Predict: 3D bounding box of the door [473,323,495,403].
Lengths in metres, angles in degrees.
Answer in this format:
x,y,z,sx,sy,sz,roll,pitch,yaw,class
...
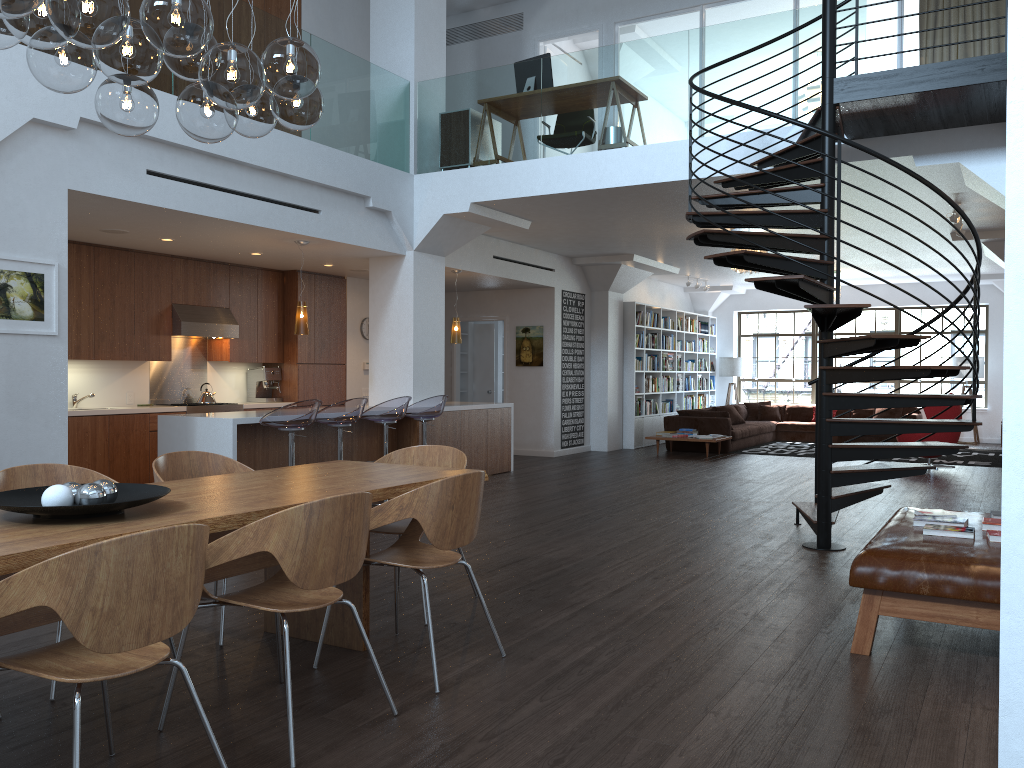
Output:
x,y,z,sx,sy,sz,roll,pitch,yaw,class
-0.642,0.023,14.716,0.826,2.032,0.174,1,1,30,door

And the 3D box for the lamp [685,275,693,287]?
x,y,z,sx,sy,sz,roll,pitch,yaw,class
3.149,-1.837,15.816,0.120,0.211,0.111,0,1,-26,lamp

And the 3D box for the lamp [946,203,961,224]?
x,y,z,sx,sy,sz,roll,pitch,yaw,class
4.519,-1.741,9.053,0.120,0.211,0.111,0,1,4,lamp

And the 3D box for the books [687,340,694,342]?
x,y,z,sx,sy,sz,roll,pitch,yaw,class
3.481,-0.740,17.294,0.140,0.231,0.042,1,1,30,books

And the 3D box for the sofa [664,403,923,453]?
x,y,z,sx,sy,sz,roll,pitch,yaw,class
4.974,0.741,15.272,3.481,0.664,4.197,1,1,30,sofa

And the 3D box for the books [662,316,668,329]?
x,y,z,sx,sy,sz,roll,pitch,yaw,class
2.737,-1.098,15.979,0.140,0.231,0.042,1,1,30,books

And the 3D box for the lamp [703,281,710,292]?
x,y,z,sx,sy,sz,roll,pitch,yaw,class
3.658,-1.845,16.705,0.120,0.211,0.111,0,1,4,lamp

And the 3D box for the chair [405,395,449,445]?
x,y,z,sx,sy,sz,roll,pitch,yaw,class
-0.891,0.613,8.977,0.481,1.014,0.530,1,1,32,chair

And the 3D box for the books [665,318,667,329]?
x,y,z,sx,sy,sz,roll,pitch,yaw,class
2.698,-1.083,15.904,0.146,0.202,0.027,1,1,30,books

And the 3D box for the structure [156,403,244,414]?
x,y,z,sx,sy,sz,roll,pitch,yaw,class
-3.527,0.683,9.996,0.662,0.919,0.811,1,1,30,structure

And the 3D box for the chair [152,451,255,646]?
x,y,z,sx,sy,sz,roll,pitch,yaw,class
-1.447,0.763,4.396,0.618,0.833,0.629,1,1,28,chair

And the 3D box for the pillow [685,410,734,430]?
x,y,z,sx,sy,sz,roll,pitch,yaw,class
3.173,0.600,14.281,0.750,0.364,0.289,1,1,29,pillow

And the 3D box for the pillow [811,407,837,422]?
x,y,z,sx,sy,sz,roll,pitch,yaw,class
5.861,0.583,16.613,0.465,0.308,0.220,1,1,26,pillow

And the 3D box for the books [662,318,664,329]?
x,y,z,sx,sy,sz,roll,pitch,yaw,class
2.629,-1.076,15.780,0.139,0.191,0.036,1,1,30,books

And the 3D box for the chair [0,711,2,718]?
x,y,z,sx,sy,sz,roll,pitch,yaw,class
-2.228,0.776,3.064,0.618,0.833,0.629,1,1,30,chair

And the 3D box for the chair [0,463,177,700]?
x,y,z,sx,sy,sz,roll,pitch,yaw,class
-1.849,0.769,3.727,0.618,0.833,0.629,1,1,30,chair

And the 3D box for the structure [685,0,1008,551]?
x,y,z,sx,sy,sz,roll,pitch,yaw,class
2.262,-1.002,6.369,1.998,4.352,1.998,0,1,-10,structure

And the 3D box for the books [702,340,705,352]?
x,y,z,sx,sy,sz,roll,pitch,yaw,class
3.766,-0.755,17.774,0.183,0.253,0.034,1,1,29,books

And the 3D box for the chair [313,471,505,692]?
x,y,z,sx,sy,sz,roll,pitch,yaw,class
-0.422,0.775,3.803,0.617,0.830,0.629,1,1,30,chair

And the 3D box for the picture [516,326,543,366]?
x,y,z,sx,sy,sz,roll,pitch,yaw,class
0.260,-0.564,13.242,0.450,0.600,0.030,1,1,30,picture

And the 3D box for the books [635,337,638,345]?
x,y,z,sx,sy,sz,roll,pitch,yaw,class
1.971,-0.688,14.629,0.161,0.182,0.170,1,1,30,books

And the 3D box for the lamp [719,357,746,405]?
x,y,z,sx,sy,sz,roll,pitch,yaw,class
4.552,0.242,18.312,0.545,1.579,0.545,1,1,19,lamp

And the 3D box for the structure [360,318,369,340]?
x,y,z,sx,sy,sz,roll,pitch,yaw,class
-1.961,-0.755,12.109,0.040,0.300,0.300,1,1,30,structure

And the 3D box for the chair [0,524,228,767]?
x,y,z,sx,sy,sz,roll,pitch,yaw,class
-1.169,0.790,2.466,0.618,0.833,0.629,1,1,30,chair

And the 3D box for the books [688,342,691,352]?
x,y,z,sx,sy,sz,roll,pitch,yaw,class
3.389,-0.714,17.137,0.134,0.184,0.030,1,1,30,books

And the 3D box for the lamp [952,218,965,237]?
x,y,z,sx,sy,sz,roll,pitch,yaw,class
5.028,-1.749,9.942,0.120,0.211,0.111,0,1,-26,lamp

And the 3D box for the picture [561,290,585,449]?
x,y,z,sx,sy,sz,roll,pitch,yaw,class
0.946,-0.220,13.602,0.021,2.380,0.800,1,1,30,picture

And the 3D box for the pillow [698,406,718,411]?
x,y,z,sx,sy,sz,roll,pitch,yaw,class
3.272,0.555,14.531,0.269,0.411,0.559,0,1,-14,pillow

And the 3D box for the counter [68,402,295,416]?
x,y,z,sx,sy,sz,roll,pitch,yaw,class
-4.000,0.267,9.214,0.600,0.050,4.387,1,1,30,counter

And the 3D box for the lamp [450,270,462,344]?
x,y,z,sx,sy,sz,roll,pitch,yaw,class
-0.689,-0.952,10.965,0.149,0.900,0.149,0,1,-15,lamp

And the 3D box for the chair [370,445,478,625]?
x,y,z,sx,sy,sz,roll,pitch,yaw,class
-0.551,0.763,4.749,0.629,0.833,0.618,1,1,25,chair

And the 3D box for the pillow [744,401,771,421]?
x,y,z,sx,sy,sz,roll,pitch,yaw,class
4.795,0.536,17.169,0.580,0.418,0.334,0,1,3,pillow

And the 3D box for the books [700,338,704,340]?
x,y,z,sx,sy,sz,roll,pitch,yaw,class
3.775,-0.774,17.808,0.176,0.290,0.036,1,1,29,books

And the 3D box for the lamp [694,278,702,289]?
x,y,z,sx,sy,sz,roll,pitch,yaw,class
3.400,-1.841,16.255,0.120,0.211,0.111,0,1,-11,lamp

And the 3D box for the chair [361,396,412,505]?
x,y,z,sx,sy,sz,roll,pitch,yaw,class
-1.204,0.618,8.430,0.481,1.014,0.530,1,1,28,chair

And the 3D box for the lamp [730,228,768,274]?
x,y,z,sx,sy,sz,roll,pitch,yaw,class
2.846,-1.600,10.659,0.442,0.539,0.441,0,1,-18,lamp

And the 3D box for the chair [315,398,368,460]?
x,y,z,sx,sy,sz,roll,pitch,yaw,class
-1.534,0.624,7.885,0.481,1.014,0.530,1,1,28,chair

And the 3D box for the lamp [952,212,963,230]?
x,y,z,sx,sy,sz,roll,pitch,yaw,class
4.776,-1.745,9.503,0.120,0.211,0.111,0,1,-11,lamp

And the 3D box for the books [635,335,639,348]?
x,y,z,sx,sy,sz,roll,pitch,yaw,class
2.006,-0.707,14.699,0.161,0.218,0.101,1,1,30,books

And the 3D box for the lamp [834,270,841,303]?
x,y,z,sx,sy,sz,roll,pitch,yaw,class
5.355,-1.643,15.055,0.442,0.539,0.441,0,1,-18,lamp

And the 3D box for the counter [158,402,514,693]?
x,y,z,sx,sy,sz,roll,pitch,yaw,class
-1.523,0.708,7.522,3.039,0.860,8.182,0,1,0,counter

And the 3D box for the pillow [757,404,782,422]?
x,y,z,sx,sy,sz,roll,pitch,yaw,class
4.913,0.557,16.991,0.489,0.337,0.238,0,1,-1,pillow

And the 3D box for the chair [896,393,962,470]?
x,y,z,sx,sy,sz,roll,pitch,yaw,class
5.642,0.618,11.974,0.798,1.006,0.801,0,1,-35,chair

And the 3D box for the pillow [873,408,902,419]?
x,y,z,sx,sy,sz,roll,pitch,yaw,class
6.742,0.561,15.972,0.248,0.362,0.542,0,1,-39,pillow

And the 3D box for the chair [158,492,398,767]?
x,y,z,sx,sy,sz,roll,pitch,yaw,class
-0.808,0.783,3.140,0.618,0.833,0.629,1,1,31,chair

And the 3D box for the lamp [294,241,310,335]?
x,y,z,sx,sy,sz,roll,pitch,yaw,class
-0.778,-1.381,9.077,2.842,1.807,0.149,0,1,-21,lamp

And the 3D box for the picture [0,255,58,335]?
x,y,z,sx,sy,sz,roll,pitch,yaw,class
-3.240,-0.582,5.858,0.018,0.500,0.500,1,1,30,picture

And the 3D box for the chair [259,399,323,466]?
x,y,z,sx,sy,sz,roll,pitch,yaw,class
-1.823,0.629,7.322,0.481,1.014,0.530,1,1,32,chair

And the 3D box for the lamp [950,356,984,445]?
x,y,z,sx,sy,sz,roll,pitch,yaw,class
8.246,0.291,16.084,0.545,1.579,0.545,1,1,41,lamp

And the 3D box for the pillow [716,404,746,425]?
x,y,z,sx,sy,sz,roll,pitch,yaw,class
3.887,0.564,15.824,0.625,0.391,0.325,0,1,-44,pillow

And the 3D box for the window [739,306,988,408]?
x,y,z,sx,sy,sz,roll,pitch,yaw,class
6.845,-0.523,17.698,4.648,1.905,0.114,1,1,30,window

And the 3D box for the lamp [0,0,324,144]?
x,y,z,sx,sy,sz,roll,pitch,yaw,class
-1.334,-2.032,3.317,0.849,2.140,1.787,1,1,29,lamp

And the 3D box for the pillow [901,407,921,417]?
x,y,z,sx,sy,sz,roll,pitch,yaw,class
7.003,0.480,16.012,0.651,0.587,0.335,0,1,9,pillow

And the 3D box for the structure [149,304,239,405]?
x,y,z,sx,sy,sz,roll,pitch,yaw,class
-3.580,-0.321,10.016,0.529,1.110,0.811,1,1,30,structure

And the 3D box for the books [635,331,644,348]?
x,y,z,sx,sy,sz,roll,pitch,yaw,class
2.126,-0.745,14.886,0.176,0.290,0.053,1,1,30,books

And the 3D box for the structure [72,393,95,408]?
x,y,z,sx,sy,sz,roll,pitch,yaw,class
-4.322,0.166,8.932,0.263,0.155,0.064,0,1,13,structure
